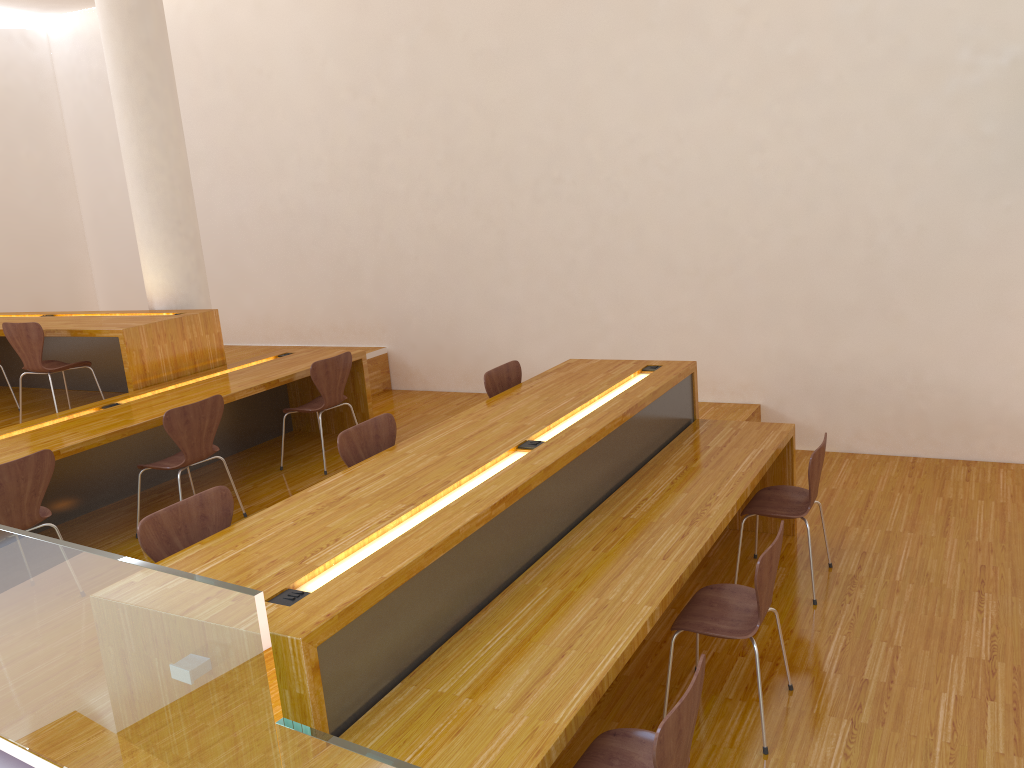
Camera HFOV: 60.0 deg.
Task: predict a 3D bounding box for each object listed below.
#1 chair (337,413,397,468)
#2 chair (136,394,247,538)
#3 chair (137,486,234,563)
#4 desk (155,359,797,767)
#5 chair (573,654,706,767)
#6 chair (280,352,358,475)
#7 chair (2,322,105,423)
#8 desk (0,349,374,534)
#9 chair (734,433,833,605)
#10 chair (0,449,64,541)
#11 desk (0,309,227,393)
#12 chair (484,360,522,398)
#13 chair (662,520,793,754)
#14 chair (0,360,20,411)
[{"bbox_3d":[-0.442,0.504,3.740,0.381,0.693,0.428,2,14,29],"label":"chair"},{"bbox_3d":[-1.722,0.421,4.624,0.381,0.693,0.428,2,14,29],"label":"chair"},{"bbox_3d":[-0.903,0.728,2.914,0.381,0.693,0.428,2,14,29],"label":"chair"},{"bbox_3d":[0.175,0.690,3.604,1.285,0.918,3.236,2,14,29],"label":"desk"},{"bbox_3d":[0.302,1.074,2.336,0.381,0.693,0.428,2,14,29],"label":"chair"},{"bbox_3d":[-1.225,0.162,5.594,0.381,0.693,0.428,2,14,29],"label":"chair"},{"bbox_3d":[-2.899,-0.080,5.639,0.428,0.693,0.381,2,14,29],"label":"chair"},{"bbox_3d":[-2.069,0.416,5.005,0.760,0.606,3.185,2,14,29],"label":"desk"},{"bbox_3d":[1.259,0.592,4.131,0.381,0.693,0.428,2,14,29],"label":"chair"},{"bbox_3d":[-2.182,0.644,3.799,0.381,0.693,0.428,2,14,29],"label":"chair"},{"bbox_3d":[-3.523,-0.169,6.465,3.185,0.606,0.760,2,14,29],"label":"desk"},{"bbox_3d":[0.122,0.248,4.672,0.381,0.693,0.428,2,14,29],"label":"chair"},{"bbox_3d":[0.762,0.850,3.162,0.381,0.693,0.428,2,14,29],"label":"chair"},{"bbox_3d":[-3.750,-0.109,6.106,0.428,0.693,0.381,2,14,29],"label":"chair"}]
